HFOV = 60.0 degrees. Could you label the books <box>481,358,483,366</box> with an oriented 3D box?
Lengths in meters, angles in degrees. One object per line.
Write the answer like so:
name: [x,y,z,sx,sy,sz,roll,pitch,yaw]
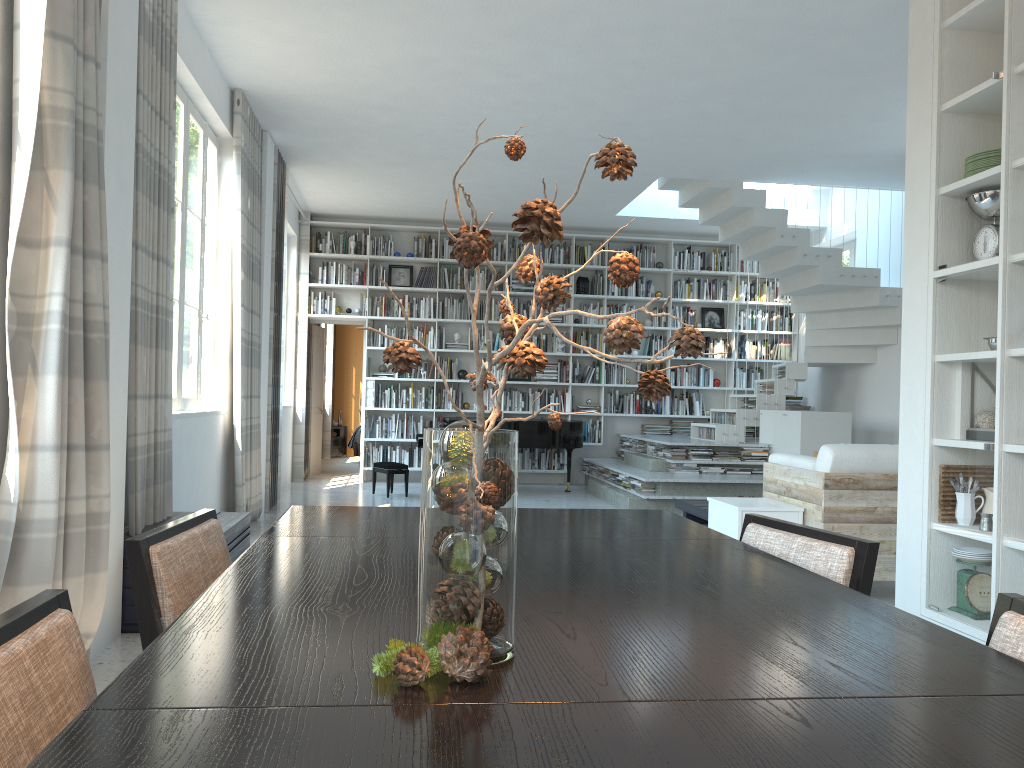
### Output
books: [-0.376,-0.182,11.069,0.012,0.285,0.159,2,0,-7]

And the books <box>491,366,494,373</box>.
books: [-0.265,-0.131,11.078,0.057,0.188,0.156,2,-1,-7]

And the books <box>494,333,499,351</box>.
books: [-0.198,-0.516,11.081,0.060,0.227,0.179,2,-1,-7]

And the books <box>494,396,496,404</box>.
books: [-0.223,0.220,11.083,0.029,0.221,0.153,2,-1,-7]

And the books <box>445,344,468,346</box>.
books: [-0.692,-0.483,11.034,0.285,0.012,0.159,2,-1,-5]

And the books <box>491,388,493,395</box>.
books: [-0.256,0.192,11.091,0.010,0.277,0.155,2,0,-7]

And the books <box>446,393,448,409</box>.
books: [-0.812,0.216,11.012,0.024,0.196,0.157,2,-1,-7]

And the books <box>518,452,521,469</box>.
books: [0.082,0.959,11.108,0.028,0.206,0.175,2,-1,-7]

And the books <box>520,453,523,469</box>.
books: [0.107,0.966,11.141,0.030,0.197,0.143,2,-1,-7]

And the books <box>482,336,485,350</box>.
books: [-0.364,-0.501,11.082,0.025,0.189,0.140,2,-1,-7]

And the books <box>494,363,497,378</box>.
books: [-0.206,-0.157,11.079,0.012,0.244,0.171,2,-1,-7]

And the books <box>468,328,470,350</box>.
books: [-0.534,-0.554,11.042,0.012,0.285,0.159,2,0,-7]

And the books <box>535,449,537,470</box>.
books: [0.290,0.925,11.137,0.014,0.288,0.184,2,-1,-7]

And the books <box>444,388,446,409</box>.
books: [-0.829,0.157,11.005,0.014,0.313,0.166,2,0,-7]

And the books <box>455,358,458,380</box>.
books: [-0.695,-0.182,11.037,0.028,0.266,0.144,2,0,-7]

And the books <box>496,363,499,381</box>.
books: [-0.187,-0.169,11.088,0.027,0.269,0.178,2,-1,-7]

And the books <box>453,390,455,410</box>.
books: [-0.726,0.196,11.032,0.029,0.241,0.135,2,0,-7]

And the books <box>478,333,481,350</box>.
books: [-0.409,-0.520,11.071,0.048,0.225,0.149,2,-1,-7]

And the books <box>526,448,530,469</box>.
books: [0.194,0.936,11.143,0.028,0.261,0.132,2,0,-7]

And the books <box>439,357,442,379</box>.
books: [-0.888,-0.192,11.009,0.026,0.275,0.154,2,0,-7]

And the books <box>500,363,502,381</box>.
books: [-0.151,-0.174,11.086,0.021,0.281,0.162,2,0,-7]

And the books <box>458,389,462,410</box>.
books: [-0.646,0.188,11.024,0.027,0.261,0.163,2,-1,-7]

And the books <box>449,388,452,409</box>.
books: [-0.763,0.181,11.010,0.027,0.269,0.185,2,-1,-7]

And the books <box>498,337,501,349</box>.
books: [-0.157,-0.491,11.104,0.027,0.181,0.142,2,-1,-7]

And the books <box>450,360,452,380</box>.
books: [-0.762,-0.174,11.037,0.028,0.247,0.142,2,0,-7]

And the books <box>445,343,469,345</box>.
books: [-0.691,-0.495,11.029,0.285,0.012,0.159,2,-1,-11]

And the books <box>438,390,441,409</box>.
books: [-0.905,0.192,10.996,0.030,0.239,0.157,2,-1,-7]

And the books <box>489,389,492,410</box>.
books: [-0.273,0.195,11.075,0.027,0.269,0.159,2,0,-7]

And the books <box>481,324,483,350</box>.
books: [-0.378,-0.572,11.066,0.010,0.329,0.173,2,0,-7]

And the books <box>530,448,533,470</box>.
books: [0.240,0.925,11.134,0.013,0.285,0.185,2,-1,-7]

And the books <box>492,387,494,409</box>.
books: [-0.244,0.185,11.089,0.014,0.291,0.132,2,0,-7]

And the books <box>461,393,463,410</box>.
books: [-0.624,0.214,11.042,0.023,0.212,0.160,2,-1,-7]

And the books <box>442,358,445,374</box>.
books: [-0.857,-0.185,11.006,0.036,0.263,0.166,2,-1,-7]

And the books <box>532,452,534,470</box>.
books: [0.256,0.961,11.140,0.022,0.213,0.167,2,-1,-7]

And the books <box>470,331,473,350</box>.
books: [-0.503,-0.535,11.041,0.030,0.247,0.174,2,-1,-7]

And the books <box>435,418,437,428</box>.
books: [-0.946,0.551,11.006,0.023,0.266,0.134,2,0,-7]

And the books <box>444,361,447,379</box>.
books: [-0.827,-0.166,11.013,0.025,0.228,0.153,2,-1,-7]

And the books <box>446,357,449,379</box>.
books: [-0.799,-0.189,10.996,0.026,0.274,0.190,2,-1,-7]

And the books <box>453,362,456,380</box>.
books: [-0.722,-0.158,11.018,0.028,0.216,0.175,2,-1,-7]

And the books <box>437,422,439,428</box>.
books: [-0.922,0.578,11.004,0.026,0.213,0.140,2,-1,-7]

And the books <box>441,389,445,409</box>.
books: [-0.857,0.189,11.003,0.042,0.248,0.162,2,-1,-7]

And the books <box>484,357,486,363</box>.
books: [-0.341,-0.184,11.080,0.011,0.291,0.156,2,0,-7]

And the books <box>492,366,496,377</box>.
books: [-0.226,-0.129,11.087,0.024,0.188,0.172,2,-1,-7]

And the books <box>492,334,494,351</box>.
books: [-0.243,-0.513,11.099,0.026,0.219,0.150,2,-1,-7]

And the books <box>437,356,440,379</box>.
books: [-0.913,-0.197,11.001,0.025,0.284,0.145,2,0,-7]

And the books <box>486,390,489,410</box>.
books: [-0.309,0.202,11.081,0.012,0.254,0.161,2,-1,-7]

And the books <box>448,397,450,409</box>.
books: [-0.789,0.207,11.010,0.021,0.215,0.172,2,-1,-7]

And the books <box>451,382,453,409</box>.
books: [-0.746,0.147,11.038,0.013,0.339,0.138,2,0,-7]

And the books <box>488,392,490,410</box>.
books: [-0.297,0.216,11.090,0.015,0.225,0.148,2,-1,-7]

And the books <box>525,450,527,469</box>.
books: [0.164,0.948,11.140,0.030,0.234,0.138,2,0,-7]

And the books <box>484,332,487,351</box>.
books: [-0.335,-0.530,11.067,0.028,0.247,0.170,2,-1,-7]

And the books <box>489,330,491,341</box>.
books: [-0.286,-0.535,11.072,0.023,0.260,0.170,2,-1,-7]

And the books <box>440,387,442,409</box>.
books: [-0.883,0.176,10.991,0.012,0.272,0.181,2,-1,-7]

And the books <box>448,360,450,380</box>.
books: [-0.781,-0.173,11.018,0.014,0.244,0.153,2,-1,-7]

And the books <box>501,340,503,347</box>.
books: [-0.130,-0.509,11.109,0.026,0.217,0.126,2,0,-7]

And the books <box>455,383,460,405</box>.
books: [-0.684,0.154,11.022,0.050,0.328,0.166,2,0,-7]

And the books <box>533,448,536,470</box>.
books: [0.277,0.900,11.134,0.014,0.335,0.183,2,0,-7]

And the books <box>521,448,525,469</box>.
books: [0.137,0.918,11.134,0.026,0.294,0.155,2,0,-7]

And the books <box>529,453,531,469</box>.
books: [0.219,0.965,11.144,0.024,0.203,0.144,2,-1,-7]
